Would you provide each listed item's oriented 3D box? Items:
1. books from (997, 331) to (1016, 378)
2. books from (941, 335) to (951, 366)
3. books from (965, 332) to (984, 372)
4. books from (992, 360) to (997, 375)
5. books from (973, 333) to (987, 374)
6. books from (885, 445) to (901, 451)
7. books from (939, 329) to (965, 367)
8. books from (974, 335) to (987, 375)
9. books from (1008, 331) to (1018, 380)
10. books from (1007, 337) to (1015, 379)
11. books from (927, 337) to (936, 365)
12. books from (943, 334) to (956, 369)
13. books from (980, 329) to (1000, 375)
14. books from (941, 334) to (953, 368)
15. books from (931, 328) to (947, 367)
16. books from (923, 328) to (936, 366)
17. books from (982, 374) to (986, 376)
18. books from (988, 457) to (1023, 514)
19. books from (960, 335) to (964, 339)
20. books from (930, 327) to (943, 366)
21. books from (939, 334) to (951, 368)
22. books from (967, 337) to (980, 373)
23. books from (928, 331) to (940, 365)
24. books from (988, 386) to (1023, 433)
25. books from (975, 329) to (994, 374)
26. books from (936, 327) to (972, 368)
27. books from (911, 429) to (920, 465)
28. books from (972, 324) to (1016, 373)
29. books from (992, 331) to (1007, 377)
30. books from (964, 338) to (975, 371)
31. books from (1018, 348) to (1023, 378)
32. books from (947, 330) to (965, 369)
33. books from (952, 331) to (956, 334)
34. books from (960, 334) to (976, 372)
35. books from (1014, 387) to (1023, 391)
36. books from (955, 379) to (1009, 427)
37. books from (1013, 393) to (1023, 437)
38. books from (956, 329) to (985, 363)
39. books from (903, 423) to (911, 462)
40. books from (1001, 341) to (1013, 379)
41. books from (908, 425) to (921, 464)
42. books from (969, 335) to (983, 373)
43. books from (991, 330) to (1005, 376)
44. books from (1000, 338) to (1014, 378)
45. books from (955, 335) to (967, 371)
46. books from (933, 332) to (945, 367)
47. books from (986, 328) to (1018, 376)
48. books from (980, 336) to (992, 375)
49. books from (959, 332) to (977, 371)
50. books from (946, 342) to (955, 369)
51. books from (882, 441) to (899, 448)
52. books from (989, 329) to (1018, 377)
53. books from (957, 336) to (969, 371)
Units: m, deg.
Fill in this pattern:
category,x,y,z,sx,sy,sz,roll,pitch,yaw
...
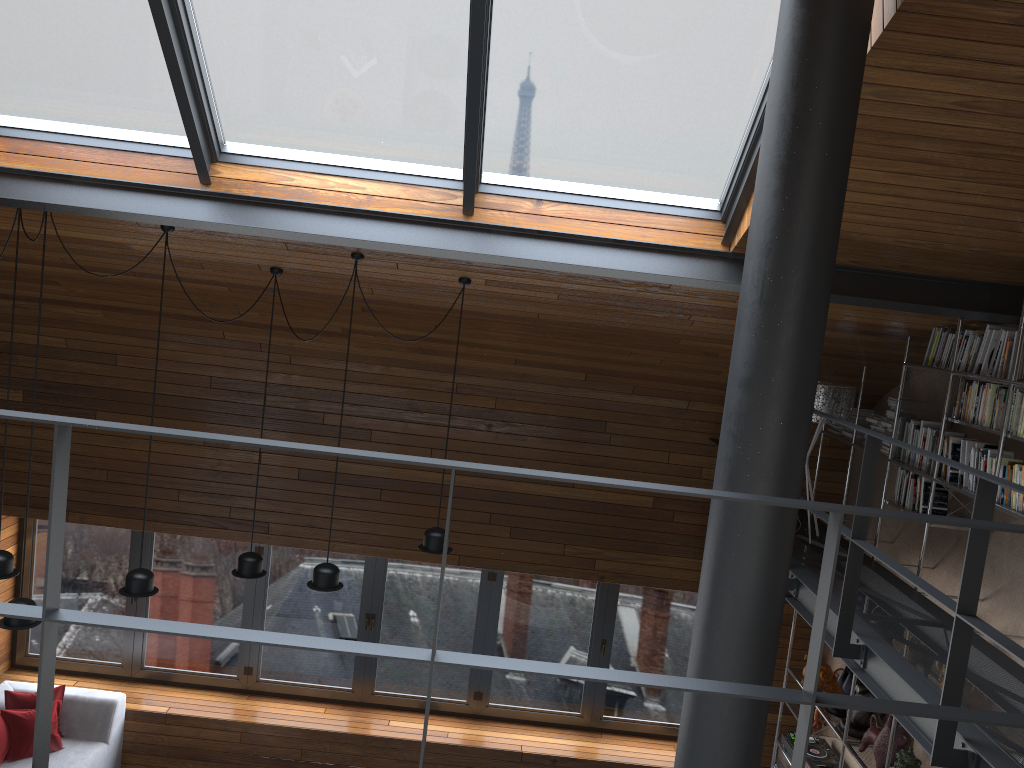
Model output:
category,x,y,z,sx,sy,sz,roll,pitch,yaw
books,2.476,-0.136,4.348,0.148,0.234,0.033,7,5,-1
books,2.467,-0.173,4.898,0.139,0.199,0.074,7,6,-1
books,2.463,-0.157,4.633,0.133,0.215,0.070,7,5,-1
books,2.477,-0.129,4.396,0.137,0.197,0.063,7,5,-1
books,2.465,-0.150,4.565,0.117,0.218,0.073,7,5,-1
books,2.422,0.396,5.421,0.217,0.013,0.161,7,6,-1
books,2.474,-0.190,4.933,0.129,0.226,0.069,7,5,-1
books,2.472,-0.144,4.531,0.155,0.212,0.073,7,6,-1
books,2.482,-0.129,4.273,0.148,0.234,0.013,7,5,-1
books,2.485,-0.115,4.288,0.148,0.206,0.014,7,5,-1
books,2.466,-0.188,5.075,0.131,0.178,0.057,7,5,-1
books,2.456,-0.171,4.864,0.127,0.197,0.063,7,5,-1
books,2.456,-0.153,4.449,0.148,0.229,0.073,7,5,-1
books,2.449,-0.173,4.875,0.127,0.197,0.063,7,5,-1
books,2.483,-0.197,5.016,0.160,0.228,0.080,7,6,-1
books,2.471,-0.209,5.109,0.148,0.229,0.073,7,5,-1
books,2.481,-0.139,4.478,0.170,0.214,0.065,7,5,0
books,2.381,0.478,4.097,0.139,0.211,0.467,7,6,-1
books,2.450,-0.163,4.783,0.111,0.194,0.059,7,5,-1
books,2.483,-0.201,5.043,0.148,0.229,0.073,7,5,-1
books,2.460,-0.176,4.916,0.127,0.197,0.063,7,5,-1
books,2.464,-0.145,4.622,0.126,0.194,0.064,7,5,-1
books,2.474,-0.197,5.059,0.149,0.202,0.067,7,6,-1
books,2.441,0.163,3.915,0.138,0.212,1.041,7,6,-1
books,2.455,-0.157,4.495,0.148,0.229,0.073,7,5,-1
books,2.470,-0.196,4.947,0.143,0.233,0.081,7,6,-1
books,2.409,0.376,5.153,0.146,0.210,0.018,7,5,-1
books,2.486,-0.171,4.574,0.143,0.264,0.088,7,5,-1
books,2.471,-0.138,4.370,0.148,0.232,0.053,7,5,-1
books,2.468,-0.148,4.664,0.120,0.186,0.064,7,6,-1
books,2.463,-0.119,4.169,0.129,0.231,0.010,7,5,-1
books,2.472,-0.175,4.812,0.161,0.220,0.074,7,5,-1
books,2.485,-0.179,4.882,0.177,0.214,0.064,7,5,-1
books,2.463,-0.156,4.677,0.131,0.202,0.068,7,5,-1
books,2.456,0.128,4.251,0.143,0.218,0.020,7,5,-1
books,2.424,0.097,4.542,0.130,0.216,0.311,7,6,-1
books,2.420,0.167,3.893,0.139,0.208,0.494,7,6,-1
books,2.452,-0.173,4.737,0.122,0.227,0.076,7,5,-1
books,2.421,0.356,5.256,0.169,0.232,0.018,7,5,-1
books,2.455,-0.101,4.061,0.131,0.216,0.509,7,6,-1
books,2.416,0.362,5.190,0.160,0.231,0.021,7,5,-1
books,2.464,-0.147,4.604,0.123,0.201,0.071,7,6,-1
books,2.487,-0.145,4.411,0.148,0.229,0.073,7,5,-1
books,2.472,-0.117,4.326,0.143,0.199,0.019,7,5,-1
books,2.444,-0.158,4.729,0.111,0.194,0.059,7,5,-1
books,2.463,-0.184,4.994,0.130,0.202,0.063,7,5,-1
books,2.505,-0.148,4.437,0.191,0.249,0.077,7,5,-1
books,2.480,-0.140,4.488,0.164,0.214,0.066,7,5,-1
books,2.463,-0.162,4.690,0.137,0.213,0.068,7,5,-1
books,2.461,-0.170,4.834,0.125,0.204,0.072,7,6,-1
books,2.417,0.382,5.421,0.252,0.016,0.182,7,6,3
books,2.510,-0.145,4.425,0.191,0.244,0.075,7,5,-1
books,2.460,-0.154,4.708,0.138,0.189,0.065,7,6,-1
